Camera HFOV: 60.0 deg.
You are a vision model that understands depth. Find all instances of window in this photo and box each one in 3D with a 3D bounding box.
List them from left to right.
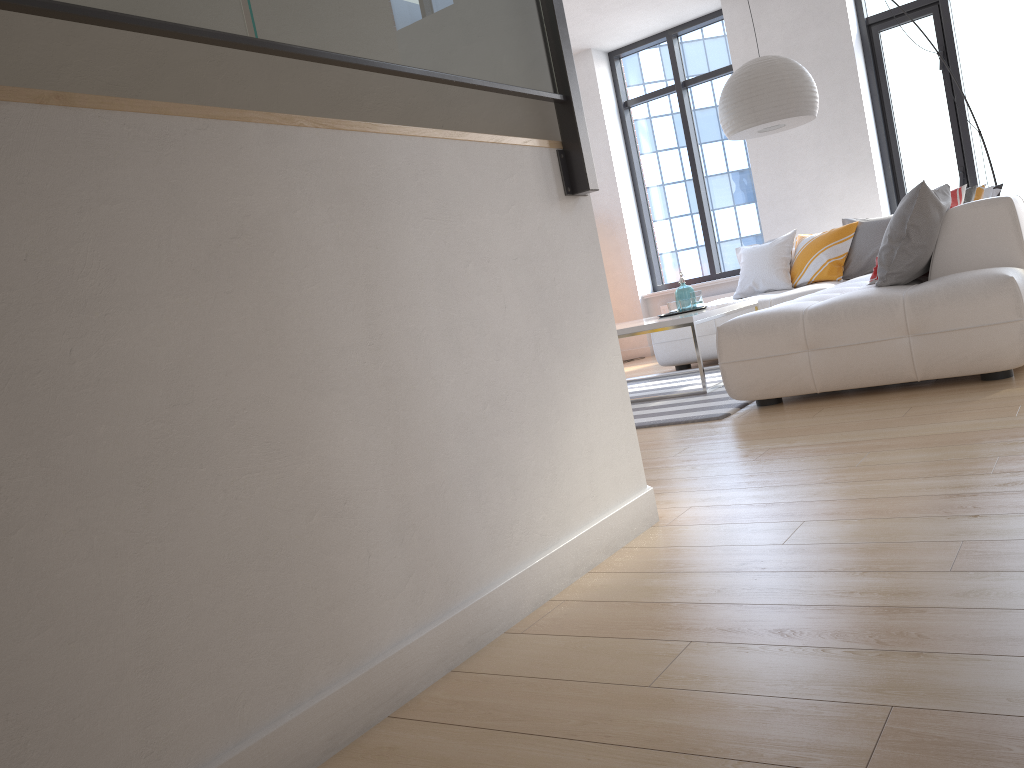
[{"bbox_3d":[1.755,-2.185,8.517,1.310,2.402,0.170,-9,5,35],"label":"window"},{"bbox_3d":[3.619,-2.470,7.200,1.310,2.402,0.170,-9,5,35],"label":"window"}]

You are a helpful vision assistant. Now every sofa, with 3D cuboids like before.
[{"bbox_3d":[1.816,-0.507,5.501,2.614,0.732,3.424,-9,5,35],"label":"sofa"}]

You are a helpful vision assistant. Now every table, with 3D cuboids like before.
[{"bbox_3d":[0.890,-0.186,5.627,1.091,0.435,1.091,-9,5,35],"label":"table"}]

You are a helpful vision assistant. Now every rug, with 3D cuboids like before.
[{"bbox_3d":[0.904,0.056,5.382,1.662,0.016,2.326,-9,5,35],"label":"rug"}]

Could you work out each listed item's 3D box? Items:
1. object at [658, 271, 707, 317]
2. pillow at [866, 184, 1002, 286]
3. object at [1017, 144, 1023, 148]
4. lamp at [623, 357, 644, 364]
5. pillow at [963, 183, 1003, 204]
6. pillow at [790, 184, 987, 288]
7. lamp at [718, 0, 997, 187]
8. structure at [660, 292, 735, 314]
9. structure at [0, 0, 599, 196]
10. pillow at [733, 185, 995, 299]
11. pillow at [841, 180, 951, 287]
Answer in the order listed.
[{"bbox_3d":[1.073,-0.588,5.704,0.330,0.265,0.330,-14,5,-31],"label":"object"},{"bbox_3d":[2.482,-0.862,5.088,0.575,0.449,2.250,-9,5,32],"label":"pillow"},{"bbox_3d":[3.531,-1.376,5.487,0.406,0.744,0.607,-13,4,-15],"label":"object"},{"bbox_3d":[0.752,-0.932,8.547,0.804,1.550,0.502,-12,4,-5],"label":"lamp"},{"bbox_3d":[2.650,-0.943,5.357,0.608,0.436,2.120,-9,5,31],"label":"pillow"},{"bbox_3d":[2.329,-0.896,5.829,0.630,0.440,2.095,-12,4,-8],"label":"pillow"},{"bbox_3d":[2.825,-1.731,6.005,3.199,2.647,0.710,-13,4,-19],"label":"lamp"},{"bbox_3d":[1.912,-0.598,8.344,1.015,0.460,0.110,-9,5,35],"label":"structure"},{"bbox_3d":[-2.292,-1.221,1.372,2.823,4.339,4.190,-9,5,35],"label":"structure"},{"bbox_3d":[2.232,-0.917,6.133,0.580,0.456,2.156,-14,5,-29],"label":"pillow"},{"bbox_3d":[2.154,-0.834,5.197,0.647,0.453,2.953,-10,4,23],"label":"pillow"}]
